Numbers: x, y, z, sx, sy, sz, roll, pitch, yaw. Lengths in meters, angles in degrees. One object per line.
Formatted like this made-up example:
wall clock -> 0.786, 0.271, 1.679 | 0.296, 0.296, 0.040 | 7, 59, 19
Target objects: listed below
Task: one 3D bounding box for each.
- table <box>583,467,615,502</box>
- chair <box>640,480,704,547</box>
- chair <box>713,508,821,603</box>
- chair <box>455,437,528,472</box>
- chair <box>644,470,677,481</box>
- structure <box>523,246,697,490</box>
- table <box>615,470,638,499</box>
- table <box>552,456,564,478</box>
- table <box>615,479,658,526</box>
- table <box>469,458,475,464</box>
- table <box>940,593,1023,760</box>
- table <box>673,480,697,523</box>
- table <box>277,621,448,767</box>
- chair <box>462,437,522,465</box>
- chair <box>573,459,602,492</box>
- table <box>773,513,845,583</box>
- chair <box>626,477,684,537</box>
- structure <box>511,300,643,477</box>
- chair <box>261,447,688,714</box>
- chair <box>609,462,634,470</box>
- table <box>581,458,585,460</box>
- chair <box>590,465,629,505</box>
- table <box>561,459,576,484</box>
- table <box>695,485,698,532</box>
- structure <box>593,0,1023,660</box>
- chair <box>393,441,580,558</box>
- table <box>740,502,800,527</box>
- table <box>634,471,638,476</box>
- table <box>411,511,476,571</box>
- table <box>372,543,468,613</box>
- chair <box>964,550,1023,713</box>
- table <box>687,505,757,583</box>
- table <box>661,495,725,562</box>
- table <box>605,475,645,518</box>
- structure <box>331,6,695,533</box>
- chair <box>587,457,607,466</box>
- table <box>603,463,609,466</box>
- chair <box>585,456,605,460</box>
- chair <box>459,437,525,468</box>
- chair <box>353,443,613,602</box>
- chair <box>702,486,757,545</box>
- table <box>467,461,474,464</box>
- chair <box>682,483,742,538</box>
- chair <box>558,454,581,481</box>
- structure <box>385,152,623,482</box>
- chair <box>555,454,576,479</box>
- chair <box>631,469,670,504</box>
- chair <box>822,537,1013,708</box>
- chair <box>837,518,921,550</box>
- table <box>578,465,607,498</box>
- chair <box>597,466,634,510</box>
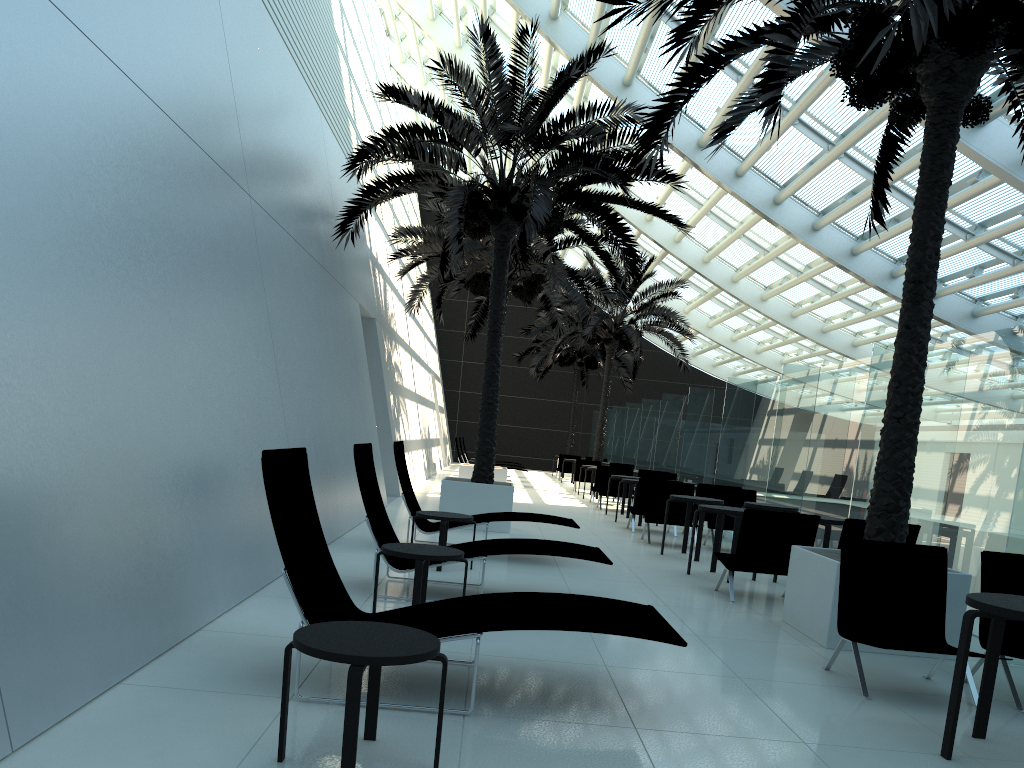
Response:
table -> 2.130, 2.424, 21.043 | 0.671, 0.788, 0.682 | 8, 3, 41
chair -> 2.321, 1.871, 12.515 | 0.716, 0.896, 0.879 | 5, 2, -1
chair -> 2.417, 1.635, 8.434 | 0.716, 0.896, 0.879 | 5, 2, -1
chair -> -0.569, 2.130, 23.808 | 2.037, 1.170, 0.913 | 6, 3, -2
chair -> 3.136, 2.293, 18.195 | 0.716, 0.896, 0.879 | 5, 2, -1
structure -> 2.774, -0.367, 25.574 | 4.833, 7.091, 4.384 | 5, 4, -8
table -> 3.075, 2.603, 22.504 | 0.672, 0.788, 0.681 | 7, 3, 37
table -> 1.905, 3.081, 32.308 | 0.682, 0.788, 0.670 | 3, 4, -44
table -> 2.242, 2.095, 15.405 | 0.671, 0.788, 0.682 | 8, 3, 41
table -> -1.062, 2.656, 27.894 | 0.547, 0.522, 0.556 | 7, 2, 41
table -> 2.476, 1.438, 4.142 | 0.682, 0.788, 0.670 | 3, 4, -44
table -> 3.187, 2.277, 16.900 | 0.672, 0.788, 0.681 | 7, 3, 37
table -> -0.572, 1.224, 3.351 | 0.547, 0.522, 0.556 | 7, 2, 41
chair -> -0.673, 2.435, 29.029 | 2.037, 1.170, 0.913 | 6, 3, -2
chair -> 2.097, 2.527, 23.743 | 0.716, 0.896, 0.879 | 5, 2, -1
table -> 3.323, 1.852, 9.646 | 0.671, 0.788, 0.682 | 8, 3, 41
chair -> 2.301, 1.972, 14.223 | 0.716, 0.896, 0.879 | 5, 2, -1
structure -> 2.638, 0.111, 33.712 | 4.477, 7.089, 4.736 | 4, 4, -23
chair -> -0.184, 1.002, 4.485 | 2.037, 1.170, 0.913 | 6, 3, -2
chair -> 3.025, 2.618, 23.773 | 0.716, 0.896, 0.879 | 5, 2, -1
table -> 2.870, 3.177, 32.339 | 0.682, 0.788, 0.670 | 3, 4, -44
chair -> 2.189, 2.301, 19.861 | 0.716, 0.896, 0.879 | 5, 2, -1
table -> 1.997, 2.838, 28.135 | 0.672, 0.788, 0.681 | 7, 3, 37
table -> 3.207, 2.190, 15.436 | 0.671, 0.788, 0.682 | 8, 3, 41
structure -> 3.161, -1.482, 6.446 | 4.793, 7.091, 4.421 | 7, 4, 17
chair -> -0.286, 1.302, 9.625 | 2.037, 1.170, 0.913 | 6, 3, -2
table -> 3.300, 1.948, 11.262 | 0.672, 0.788, 0.681 | 7, 3, 37
table -> 3.095, 2.519, 21.073 | 0.671, 0.788, 0.682 | 8, 3, 41
table -> -0.675, 1.524, 8.491 | 0.547, 0.522, 0.556 | 7, 2, 41
table -> -0.624, 1.374, 5.921 | 0.547, 0.522, 0.556 | 7, 2, 41
chair -> 3.393, 1.543, 5.340 | 0.716, 0.896, 0.879 | 5, 2, -1
table -> 2.358, 1.757, 9.616 | 0.671, 0.788, 0.682 | 8, 3, 41
table -> 2.335, 1.852, 11.232 | 0.672, 0.788, 0.681 | 7, 3, 37
table -> 2.222, 2.181, 16.870 | 0.672, 0.788, 0.681 | 7, 3, 37
structure -> -0.106, -1.367, 12.071 | 4.663, 6.902, 4.212 | 4, 4, -23
chair -> 2.912, 2.950, 29.460 | 0.716, 0.896, 0.879 | 5, 2, -1
table -> 2.963, 2.934, 28.166 | 0.672, 0.788, 0.681 | 7, 3, 37
chair -> 2.892, 3.051, 31.156 | 0.716, 0.896, 0.879 | 5, 2, -1
chair -> -0.620, 2.280, 26.379 | 2.037, 1.170, 0.913 | 6, 3, -2
chair -> -0.235, 1.152, 7.055 | 2.037, 1.170, 0.913 | 6, 3, -2
chair -> 3.249, 1.963, 12.544 | 0.716, 0.896, 0.879 | 5, 2, -1
table -> -1.009, 2.502, 25.244 | 0.547, 0.522, 0.556 | 7, 2, 41
chair -> 3.229, 2.064, 14.253 | 0.716, 0.896, 0.879 | 5, 2, -1
chair -> 1.984, 2.858, 29.430 | 0.716, 0.896, 0.879 | 5, 2, -1
structure -> -0.427, -1.068, 18.057 | 4.240, 6.963, 4.634 | 8, 5, 32
chair -> 1.964, 2.959, 31.127 | 0.716, 0.896, 0.879 | 5, 2, -1
chair -> 3.117, 2.393, 19.891 | 0.716, 0.896, 0.879 | 5, 2, -1
chair -> 2.465, 1.451, 5.311 | 0.716, 0.896, 0.879 | 5, 2, -1
chair -> 3.345, 1.727, 8.464 | 0.716, 0.896, 0.879 | 5, 2, -1
table -> 2.110, 2.508, 22.473 | 0.672, 0.788, 0.681 | 7, 3, 37
chair -> 2.208, 2.201, 18.165 | 0.716, 0.896, 0.879 | 5, 2, -1
